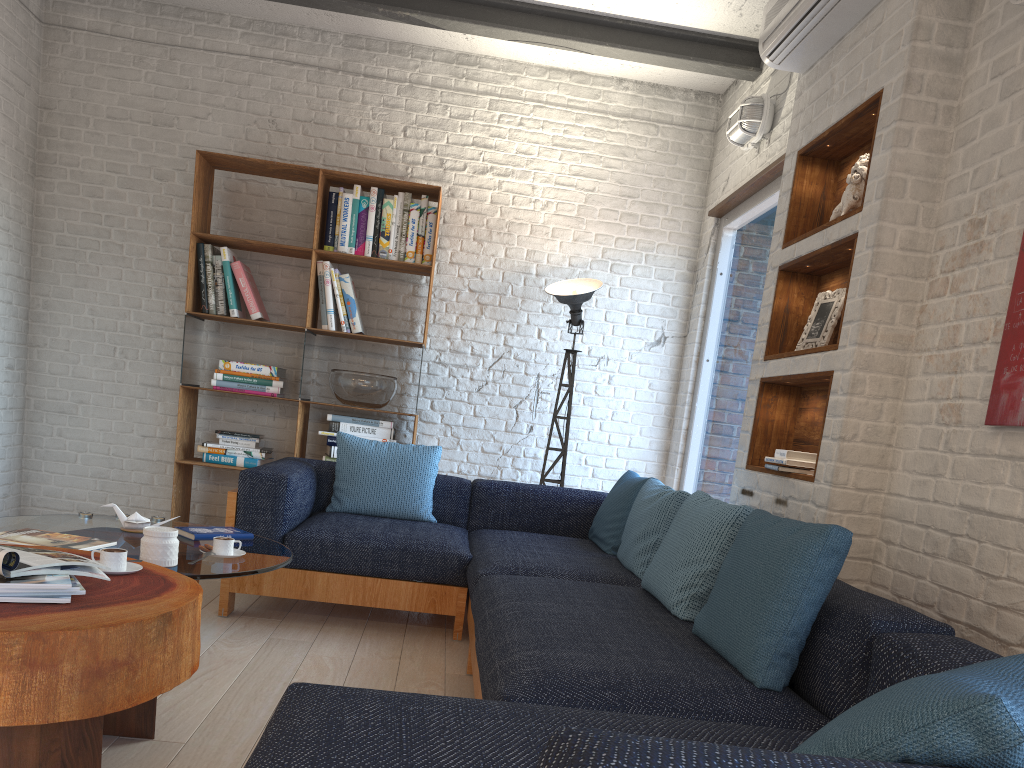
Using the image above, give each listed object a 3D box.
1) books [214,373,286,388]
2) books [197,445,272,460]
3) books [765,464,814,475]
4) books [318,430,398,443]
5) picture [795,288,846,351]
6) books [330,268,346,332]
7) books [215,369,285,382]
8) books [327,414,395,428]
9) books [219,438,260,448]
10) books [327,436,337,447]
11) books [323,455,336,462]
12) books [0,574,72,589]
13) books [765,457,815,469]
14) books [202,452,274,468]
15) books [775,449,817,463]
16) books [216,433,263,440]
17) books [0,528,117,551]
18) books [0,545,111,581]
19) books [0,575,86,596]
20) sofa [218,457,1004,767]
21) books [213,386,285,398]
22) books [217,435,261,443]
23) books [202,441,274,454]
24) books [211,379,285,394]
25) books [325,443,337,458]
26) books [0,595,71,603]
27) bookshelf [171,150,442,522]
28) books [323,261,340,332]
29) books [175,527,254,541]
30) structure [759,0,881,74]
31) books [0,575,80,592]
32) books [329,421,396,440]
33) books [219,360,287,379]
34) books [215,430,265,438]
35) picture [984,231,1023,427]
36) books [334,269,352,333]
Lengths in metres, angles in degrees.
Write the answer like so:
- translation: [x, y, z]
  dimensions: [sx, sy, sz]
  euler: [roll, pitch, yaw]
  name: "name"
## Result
- translation: [-1.512, -0.019, 5.051]
  dimensions: [0.381, 0.037, 0.241]
  euler: [8, -2, -11]
  name: "books"
- translation: [-1.621, 0.397, 5.125]
  dimensions: [0.380, 0.037, 0.241]
  euler: [7, -2, -5]
  name: "books"
- translation: [1.045, 0.320, 3.243]
  dimensions: [0.162, 0.017, 0.250]
  euler: [7, -2, 6]
  name: "books"
- translation: [-0.899, 0.312, 5.150]
  dimensions: [0.445, 0.021, 0.269]
  euler: [7, -2, -5]
  name: "books"
- translation: [1.161, -0.229, 3.233]
  dimensions: [0.103, 0.248, 0.189]
  euler: [6, 5, -13]
  name: "picture"
- translation: [-0.989, -0.467, 5.039]
  dimensions: [0.125, 0.354, 0.267]
  euler: [7, 4, -4]
  name: "books"
- translation: [-1.512, -0.047, 5.067]
  dimensions: [0.356, 0.021, 0.269]
  euler: [7, -2, -6]
  name: "books"
- translation: [-0.885, 0.219, 5.150]
  dimensions: [0.380, 0.037, 0.241]
  euler: [7, -2, -5]
  name: "books"
- translation: [-1.602, 0.346, 5.132]
  dimensions: [0.206, 0.034, 0.131]
  euler: [7, -2, -5]
  name: "books"
- translation: [-0.920, 0.348, 5.142]
  dimensions: [0.328, 0.056, 0.251]
  euler: [8, -2, -10]
  name: "books"
- translation: [-0.921, 0.471, 5.188]
  dimensions: [0.362, 0.056, 0.279]
  euler: [7, -2, -2]
  name: "books"
- translation: [-1.167, 0.429, 2.010]
  dimensions: [0.254, 0.011, 0.313]
  euler: [9, -3, -30]
  name: "books"
- translation: [1.057, 0.294, 3.228]
  dimensions: [0.171, 0.019, 0.234]
  euler: [7, -2, -2]
  name: "books"
- translation: [-1.606, 0.446, 5.125]
  dimensions: [0.326, 0.056, 0.253]
  euler: [7, -2, 5]
  name: "books"
- translation: [1.061, 0.268, 3.231]
  dimensions: [0.132, 0.034, 0.204]
  euler: [7, -2, 6]
  name: "books"
- translation: [-1.596, 0.306, 5.126]
  dimensions: [0.243, 0.008, 0.154]
  euler: [7, -2, -5]
  name: "books"
- translation: [-1.461, 0.492, 2.735]
  dimensions: [0.317, 0.011, 0.251]
  euler: [7, -2, 8]
  name: "books"
- translation: [-1.182, 0.417, 2.085]
  dimensions: [0.318, 0.110, 0.273]
  euler: [7, -1, 28]
  name: "books"
- translation: [-1.164, 0.452, 2.040]
  dimensions: [0.254, 0.011, 0.313]
  euler: [9, -3, -35]
  name: "books"
- translation: [-0.103, 0.755, 2.801]
  dimensions: [2.083, 0.668, 3.904]
  euler: [7, -2, -4]
  name: "sofa"
- translation: [-1.523, 0.047, 5.074]
  dimensions: [0.356, 0.021, 0.269]
  euler: [7, -2, -5]
  name: "books"
- translation: [-1.605, 0.319, 5.134]
  dimensions: [0.237, 0.019, 0.168]
  euler: [8, -2, -12]
  name: "books"
- translation: [-1.602, 0.371, 5.113]
  dimensions: [0.381, 0.018, 0.241]
  euler: [8, -2, -12]
  name: "books"
- translation: [-1.528, 0.017, 5.062]
  dimensions: [0.381, 0.037, 0.241]
  euler: [8, -2, -10]
  name: "books"
- translation: [-0.901, 0.412, 5.164]
  dimensions: [0.382, 0.065, 0.240]
  euler: [8, -2, -18]
  name: "books"
- translation: [-1.162, 0.463, 2.026]
  dimensions: [0.254, 0.011, 0.313]
  euler: [8, -2, -25]
  name: "books"
- translation: [-1.189, -0.066, 5.066]
  dimensions: [1.320, 2.236, 0.356]
  euler: [7, 8, -5]
  name: "bookshelf"
- translation: [-1.039, -0.491, 5.022]
  dimensions: [0.104, 0.389, 0.239]
  euler: [7, 5, -4]
  name: "books"
- translation: [-1.098, 0.551, 3.214]
  dimensions: [0.160, 0.023, 0.233]
  euler: [5, -3, 44]
  name: "books"
- translation: [1.095, -1.356, 3.013]
  dimensions: [0.200, 0.221, 0.805]
  euler: [7, -1, -4]
  name: "structure"
- translation: [-1.168, 0.441, 2.020]
  dimensions: [0.254, 0.011, 0.313]
  euler: [9, -3, -35]
  name: "books"
- translation: [-0.887, 0.271, 5.163]
  dimensions: [0.381, 0.065, 0.241]
  euler: [8, -2, -11]
  name: "books"
- translation: [-1.499, -0.084, 5.060]
  dimensions: [0.327, 0.056, 0.252]
  euler: [7, -2, -2]
  name: "books"
- translation: [-1.591, 0.293, 5.111]
  dimensions: [0.252, 0.017, 0.160]
  euler: [7, -2, -5]
  name: "books"
- translation: [1.322, -0.382, 1.831]
  dimensions: [0.019, 0.973, 0.731]
  euler: [6, 4, -4]
  name: "picture"
- translation: [-0.969, -0.464, 5.050]
  dimensions: [0.125, 0.354, 0.267]
  euler: [7, 4, -4]
  name: "books"
